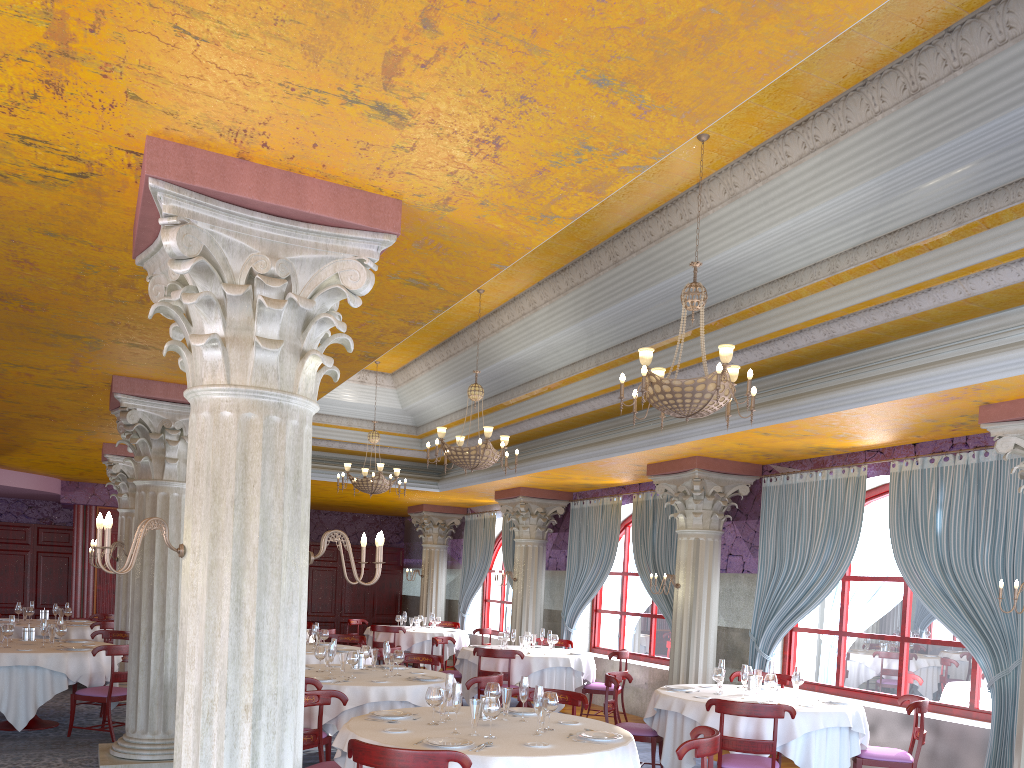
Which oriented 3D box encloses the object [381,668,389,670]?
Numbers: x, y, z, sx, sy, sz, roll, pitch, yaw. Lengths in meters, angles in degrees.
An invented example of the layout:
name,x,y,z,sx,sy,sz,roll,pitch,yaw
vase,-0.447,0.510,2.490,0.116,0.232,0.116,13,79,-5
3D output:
name,x,y,z,sx,sy,sz,roll,pitch,yaw
object,-1.366,3.106,9.326,0.138,0.011,0.030,-2,-12,21

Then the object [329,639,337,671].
name,x,y,z,sx,sy,sz,roll,pitch,yaw
object,-1.879,2.847,9.015,0.074,0.335,0.074,3,1,10

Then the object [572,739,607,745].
name,x,y,z,sx,sy,sz,roll,pitch,yaw
object,0.502,2.307,5.521,0.232,0.013,0.028,-2,-11,18

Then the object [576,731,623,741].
name,x,y,z,sx,sy,sz,roll,pitch,yaw
object,0.581,2.344,5.688,0.313,0.024,0.320,4,-13,-6

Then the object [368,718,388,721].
name,x,y,z,sx,sy,sz,roll,pitch,yaw
object,-0.897,2.354,5.994,0.253,0.003,0.022,-1,-14,18

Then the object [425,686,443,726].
name,x,y,z,sx,sy,sz,roll,pitch,yaw
object,-0.539,2.224,5.917,0.123,0.264,0.122,3,-1,-35

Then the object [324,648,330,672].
name,x,y,z,sx,sy,sz,roll,pitch,yaw
object,-1.915,2.866,8.892,0.086,0.237,0.085,3,0,-24

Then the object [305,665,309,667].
name,x,y,z,sx,sy,sz,roll,pitch,yaw
object,-2.301,2.986,9.036,0.316,0.024,0.318,9,-14,-25

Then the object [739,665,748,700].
name,x,y,z,sx,sy,sz,roll,pitch,yaw
object,2.225,2.858,8.210,0.074,0.335,0.074,3,1,10

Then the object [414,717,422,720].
name,x,y,z,sx,sy,sz,roll,pitch,yaw
object,-0.674,2.394,6.135,0.029,0.010,0.142,-2,-14,21

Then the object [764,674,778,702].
name,x,y,z,sx,sy,sz,roll,pitch,yaw
object,2.452,2.885,8.125,0.123,0.264,0.122,3,-1,-12

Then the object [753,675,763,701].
name,x,y,z,sx,sy,sz,roll,pitch,yaw
object,2.347,2.906,8.179,0.085,0.237,0.086,3,0,44

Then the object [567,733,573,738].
name,x,y,z,sx,sy,sz,roll,pitch,yaw
object,0.382,2.348,5.719,0.029,0.010,0.142,-2,-14,21

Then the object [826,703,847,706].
name,x,y,z,sx,sy,sz,roll,pitch,yaw
object,3.089,3.040,8.123,0.232,0.013,0.028,-2,-11,18

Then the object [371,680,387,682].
name,x,y,z,sx,sy,sz,roll,pitch,yaw
object,-1.274,2.851,8.214,0.159,0.009,0.162,4,-13,-6

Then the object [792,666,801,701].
name,x,y,z,sx,sy,sz,roll,pitch,yaw
object,2.761,2.905,8.300,0.074,0.335,0.073,2,2,-35

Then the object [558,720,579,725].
name,x,y,z,sx,sy,sz,roll,pitch,yaw
object,0.414,2.477,6.263,0.160,0.009,0.161,9,-15,-25

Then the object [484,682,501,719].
name,x,y,z,sx,sy,sz,roll,pitch,yaw
object,-0.145,2.338,6.322,0.122,0.264,0.123,3,-1,10

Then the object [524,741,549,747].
name,x,y,z,sx,sy,sz,roll,pitch,yaw
object,0.154,2.250,5.343,0.160,0.009,0.161,9,-15,-25

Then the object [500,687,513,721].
name,x,y,z,sx,sy,sz,roll,pitch,yaw
object,-0.042,2.344,6.269,0.085,0.237,0.086,3,0,44

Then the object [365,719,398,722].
name,x,y,z,sx,sy,sz,roll,pitch,yaw
object,-0.906,2.336,5.956,0.256,0.019,0.056,-3,-13,23

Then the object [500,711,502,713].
name,x,y,z,sx,sy,sz,roll,pitch,yaw
object,-0.079,2.554,6.678,0.022,0.003,0.260,-1,-14,17

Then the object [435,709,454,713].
name,x,y,z,sx,sy,sz,roll,pitch,yaw
object,-0.505,2.493,6.521,0.160,0.009,0.161,9,-15,-25

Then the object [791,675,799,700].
name,x,y,z,sx,sy,sz,roll,pitch,yaw
object,2.792,2.985,8.426,0.085,0.237,0.086,3,0,44

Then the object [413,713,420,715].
name,x,y,z,sx,sy,sz,roll,pitch,yaw
object,-0.795,2.433,6.333,0.232,0.013,0.028,-2,-11,18

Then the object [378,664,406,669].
name,x,y,z,sx,sy,sz,roll,pitch,yaw
object,-1.334,3.147,9.525,0.316,0.024,0.318,9,-14,-25

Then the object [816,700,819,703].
name,x,y,z,sx,sy,sz,roll,pitch,yaw
object,2.969,3.081,8.321,0.029,0.010,0.142,-2,-14,21

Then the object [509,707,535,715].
name,x,y,z,sx,sy,sz,roll,pitch,yaw
object,0.094,2.546,6.655,0.315,0.024,0.319,-9,-18,42

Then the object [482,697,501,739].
name,x,y,z,sx,sy,sz,roll,pitch,yaw
object,-0.135,2.152,5.523,0.123,0.264,0.122,3,-1,-12

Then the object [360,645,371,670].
name,x,y,z,sx,sy,sz,roll,pitch,yaw
object,-1.573,2.939,9.192,0.123,0.264,0.122,3,-1,-12

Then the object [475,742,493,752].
name,x,y,z,sx,sy,sz,roll,pitch,yaw
object,-0.177,2.187,5.166,0.054,0.019,0.263,-2,-14,23

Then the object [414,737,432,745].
name,x,y,z,sx,sy,sz,roll,pitch,yaw
object,-0.553,2.199,5.277,0.027,0.013,0.238,-1,-13,18

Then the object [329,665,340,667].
name,x,y,z,sx,sy,sz,roll,pitch,yaw
object,-1.933,3.094,9.391,0.159,0.009,0.162,4,-13,-6

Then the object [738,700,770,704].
name,x,y,z,sx,sy,sz,roll,pitch,yaw
object,2.201,2.916,7.801,0.313,0.024,0.320,4,-13,-6

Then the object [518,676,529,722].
name,x,y,z,sx,sy,sz,roll,pitch,yaw
object,0.085,2.293,6.234,0.074,0.335,0.073,2,2,-35

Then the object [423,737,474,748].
name,x,y,z,sx,sy,sz,roll,pitch,yaw
object,-0.386,2.182,5.199,0.313,0.024,0.320,4,-13,-6

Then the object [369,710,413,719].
name,x,y,z,sx,sy,sz,roll,pitch,yaw
object,-0.873,2.385,6.166,0.313,0.024,0.320,4,-13,-6

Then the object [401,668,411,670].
name,x,y,z,sx,sy,sz,roll,pitch,yaw
object,-1.168,3.143,9.447,0.027,0.013,0.238,-1,-13,18

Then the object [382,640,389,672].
name,x,y,z,sx,sy,sz,roll,pitch,yaw
object,-1.343,2.894,9.105,0.074,0.335,0.074,3,1,10

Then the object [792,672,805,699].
name,x,y,z,sx,sy,sz,roll,pitch,yaw
object,2.846,2.999,8.530,0.123,0.264,0.122,3,-1,-35

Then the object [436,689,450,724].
name,x,y,z,sx,sy,sz,roll,pitch,yaw
object,-0.487,2.264,6.022,0.085,0.237,0.086,3,0,44

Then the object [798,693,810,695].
name,x,y,z,sx,sy,sz,roll,pitch,yaw
object,3.001,3.211,8.865,0.159,0.009,0.162,4,-13,-6

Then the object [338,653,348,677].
name,x,y,z,sx,sy,sz,roll,pitch,yaw
object,-1.668,2.774,8.447,0.086,0.237,0.085,3,0,-1

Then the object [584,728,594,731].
name,x,y,z,sx,sy,sz,roll,pitch,yaw
object,0.614,2.396,5.897,0.256,0.019,0.056,-3,-13,23

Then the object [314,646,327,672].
name,x,y,z,sx,sy,sz,roll,pitch,yaw
object,-1.967,2.825,8.787,0.123,0.264,0.122,3,-1,-12

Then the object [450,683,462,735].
name,x,y,z,sx,sy,sz,roll,pitch,yaw
object,-0.362,2.125,5.608,0.074,0.335,0.073,2,2,-35

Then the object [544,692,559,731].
name,x,y,z,sx,sy,sz,roll,pitch,yaw
object,0.259,2.265,5.928,0.123,0.264,0.122,3,-1,-35

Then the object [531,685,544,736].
name,x,y,z,sx,sy,sz,roll,pitch,yaw
object,0.174,2.172,5.698,0.074,0.335,0.073,2,2,-35

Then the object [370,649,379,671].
name,x,y,z,sx,sy,sz,roll,pitch,yaw
object,-1.470,2.945,9.140,0.085,0.237,0.086,3,0,21

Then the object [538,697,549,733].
name,x,y,z,sx,sy,sz,roll,pitch,yaw
object,0.205,2.252,5.824,0.086,0.237,0.085,3,0,-1

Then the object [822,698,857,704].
name,x,y,z,sx,sy,sz,roll,pitch,yaw
object,3.168,3.077,8.290,0.313,0.024,0.320,4,-13,-6

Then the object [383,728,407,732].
name,x,y,z,sx,sy,sz,roll,pitch,yaw
object,-0.764,2.266,5.601,0.160,0.009,0.161,9,-15,-25

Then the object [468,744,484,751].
name,x,y,z,sx,sy,sz,roll,pitch,yaw
object,-0.214,2.196,5.176,0.022,0.003,0.260,-1,-14,17

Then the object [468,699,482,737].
name,x,y,z,sx,sy,sz,roll,pitch,yaw
object,-0.240,2.172,5.577,0.086,0.237,0.085,3,0,-24

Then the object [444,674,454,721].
name,x,y,z,sx,sy,sz,roll,pitch,yaw
object,-0.451,2.246,6.145,0.074,0.335,0.073,2,2,-35

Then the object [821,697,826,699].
name,x,y,z,sx,sy,sz,roll,pitch,yaw
object,3.201,3.130,8.500,0.256,0.019,0.056,-3,-13,23
